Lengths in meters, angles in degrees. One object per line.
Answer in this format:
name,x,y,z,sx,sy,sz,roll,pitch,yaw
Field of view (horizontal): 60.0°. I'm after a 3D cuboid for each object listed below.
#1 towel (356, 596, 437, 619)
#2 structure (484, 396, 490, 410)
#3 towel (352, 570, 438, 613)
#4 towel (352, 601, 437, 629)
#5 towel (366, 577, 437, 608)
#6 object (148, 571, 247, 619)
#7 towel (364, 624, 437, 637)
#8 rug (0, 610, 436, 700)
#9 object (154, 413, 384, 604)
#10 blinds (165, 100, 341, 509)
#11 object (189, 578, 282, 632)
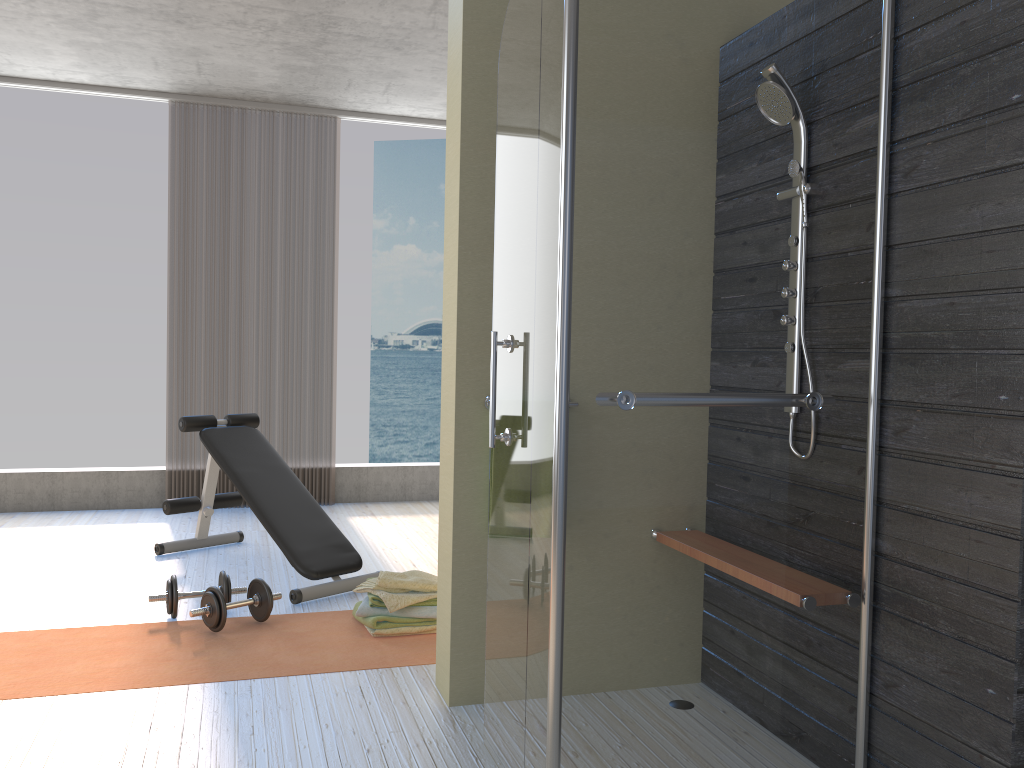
towel,-0.428,0.902,3.632,0.383,0.078,0.383,1,2,0
structure,0.060,0.062,2.782,0.298,0.046,0.052,1,2,-17
towel,-0.421,0.812,3.621,0.384,0.123,0.373,0,2,-33
towel,-0.438,0.928,3.611,0.380,0.081,0.367,1,2,-19
towel,-0.407,0.866,3.647,0.376,0.085,0.371,1,2,-12
object,-1.294,0.869,3.662,0.385,0.176,0.176,0,2,-25
towel,-0.418,0.951,3.610,0.376,0.044,0.371,1,2,-18
rug,-1.504,0.966,3.144,2.779,0.002,0.716,1,2,-17
object,-1.233,0.552,4.418,1.312,0.746,0.505,3,3,42
blinds,-1.769,-0.517,6.106,1.133,2.744,0.069,1,2,-17
object,-1.083,0.869,3.498,0.176,0.176,0.385,3,3,44
